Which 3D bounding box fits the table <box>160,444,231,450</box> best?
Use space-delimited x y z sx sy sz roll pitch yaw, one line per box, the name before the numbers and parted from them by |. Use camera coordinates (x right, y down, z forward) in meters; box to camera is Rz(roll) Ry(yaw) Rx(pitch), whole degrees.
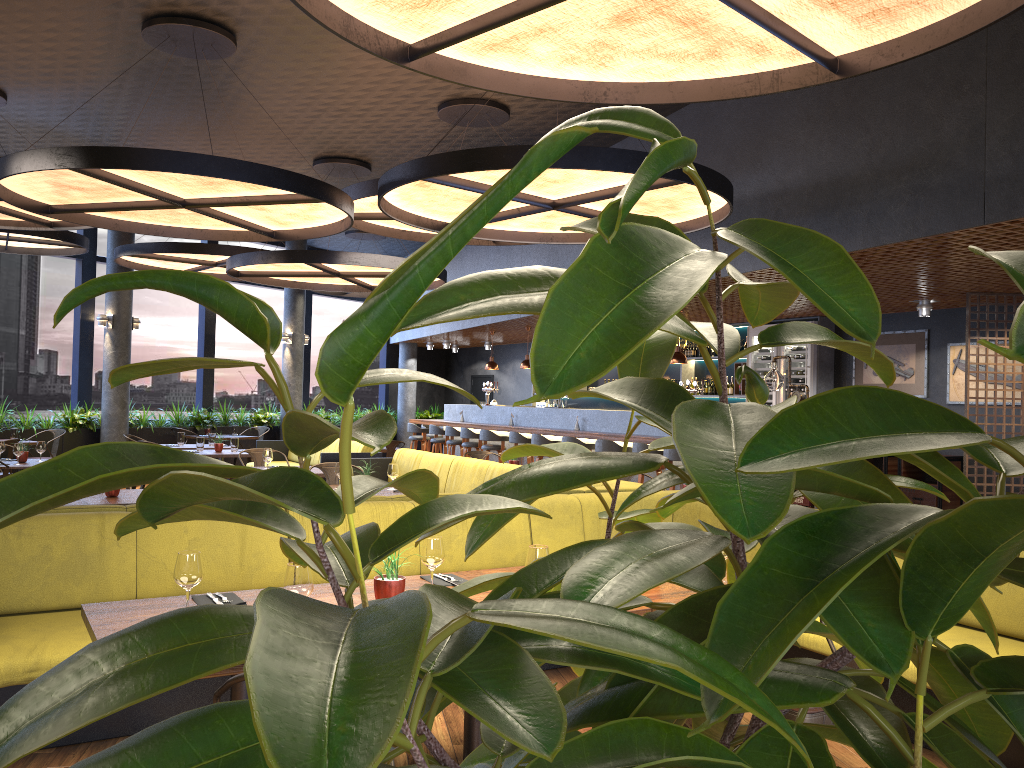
table | -4.363 1.237 12.249 0.906 0.763 0.887 2 -1 -31

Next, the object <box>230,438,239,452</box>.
object | -3.493 0.768 11.165 0.102 0.178 0.102 1 -1 25

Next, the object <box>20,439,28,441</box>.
object | -6.879 0.782 12.395 0.255 0.019 0.157 1 -1 35

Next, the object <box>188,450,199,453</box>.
object | -3.973 0.832 10.978 0.157 0.019 0.255 2 -1 -31

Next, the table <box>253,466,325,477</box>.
table | -2.287 1.227 8.714 0.906 0.763 0.887 2 -1 -31

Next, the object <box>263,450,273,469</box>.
object | -2.341 0.739 8.503 0.097 0.206 0.097 2 -1 -30

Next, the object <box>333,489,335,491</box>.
object | -1.435 0.827 6.879 0.255 0.019 0.157 2 -1 -28

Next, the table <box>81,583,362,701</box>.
table | -0.889 1.158 2.918 0.906 0.763 0.887 2 -1 -31

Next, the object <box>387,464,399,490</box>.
object | -0.963 0.750 7.177 0.097 0.206 0.097 1 -1 11

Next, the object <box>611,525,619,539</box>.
object | 0.471 0.728 3.917 0.097 0.206 0.097 1 -1 15

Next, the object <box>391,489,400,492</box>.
object | -0.855 0.845 7.041 0.255 0.019 0.157 1 -1 2

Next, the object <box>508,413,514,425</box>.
object | -0.002 0.565 14.314 0.114 0.203 0.069 1 -1 20

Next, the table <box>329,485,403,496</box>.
table | -1.188 1.225 7.033 1.007 0.760 1.007 1 -1 7

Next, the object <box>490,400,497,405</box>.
object | -0.115 0.360 17.033 0.766 0.106 0.200 2 -1 -31

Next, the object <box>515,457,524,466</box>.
object | 0.075 0.826 9.238 0.102 0.178 0.102 0 -1 45

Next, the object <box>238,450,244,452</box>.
object | -3.385 0.853 11.288 0.157 0.019 0.255 2 -1 -31

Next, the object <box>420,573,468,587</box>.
object | -0.257 0.798 3.617 0.157 0.019 0.255 2 -1 -30

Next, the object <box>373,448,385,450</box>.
object | -1.919 0.914 12.548 0.255 0.019 0.157 2 -1 -31

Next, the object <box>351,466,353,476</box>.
object | -1.269 0.736 6.818 0.097 0.206 0.097 1 -1 8

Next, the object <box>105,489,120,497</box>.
object | -2.796 0.650 6.199 0.260 0.271 0.238 1 -1 5

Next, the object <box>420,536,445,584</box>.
object | -0.310 0.700 3.454 0.097 0.206 0.097 1 -1 15

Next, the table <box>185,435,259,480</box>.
table | -5.009 1.274 15.197 0.887 0.763 0.906 1 -1 34

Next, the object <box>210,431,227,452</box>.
object | -3.665 0.717 11.127 0.238 0.271 0.260 1 -1 8

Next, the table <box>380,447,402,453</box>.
table | -2.066 1.308 12.851 0.906 0.763 0.887 2 -1 -31

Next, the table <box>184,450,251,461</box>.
table | -3.702 1.234 11.134 0.887 0.763 0.906 2 -1 -31

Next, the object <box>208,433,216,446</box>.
object | -4.151 0.771 12.276 0.102 0.178 0.102 1 -1 35

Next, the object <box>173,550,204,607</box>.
object | -1.092 0.671 2.992 0.097 0.206 0.097 1 -1 15

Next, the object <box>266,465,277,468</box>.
object | -2.383 0.840 8.995 0.157 0.019 0.255 2 -1 -30

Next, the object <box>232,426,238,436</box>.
object | -4.783 0.810 15.301 0.102 0.178 0.102 2 -1 -39

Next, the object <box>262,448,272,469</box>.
object | -2.436 0.742 8.831 0.097 0.206 0.097 2 -1 -39

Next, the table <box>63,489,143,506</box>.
table | -2.825 1.167 6.193 0.887 0.763 0.906 2 -1 -31

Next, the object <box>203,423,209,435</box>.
object | -5.289 0.752 15.397 0.260 0.271 0.238 2 -1 -29

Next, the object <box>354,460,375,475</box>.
object | -1.145 0.707 7.012 0.238 0.271 0.260 2 -1 -9

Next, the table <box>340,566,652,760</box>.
table | -0.114 1.187 3.383 0.906 0.763 0.887 2 -1 -31

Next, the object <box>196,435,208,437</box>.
object | -5.216 0.872 14.953 0.255 0.019 0.157 1 -1 35

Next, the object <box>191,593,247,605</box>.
object | -1.038 0.769 3.155 0.157 0.019 0.255 2 -1 -30

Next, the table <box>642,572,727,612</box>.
table | 0.666 1.215 3.844 0.906 0.763 0.887 2 -1 -31

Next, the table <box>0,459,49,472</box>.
table | -4.904 1.160 8.802 1.007 0.760 1.007 2 -1 -43

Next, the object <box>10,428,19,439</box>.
object | -6.860 0.700 12.223 0.102 0.178 0.102 2 -1 -39

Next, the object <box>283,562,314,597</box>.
object | -0.685 0.679 2.839 0.097 0.206 0.097 1 -1 15

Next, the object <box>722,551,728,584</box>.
object | 0.878 0.736 3.764 0.097 0.206 0.097 1 -1 15

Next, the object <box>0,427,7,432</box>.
object | -7.086 0.647 12.170 0.260 0.271 0.238 2 -1 -15

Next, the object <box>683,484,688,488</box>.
object | 1.405 0.774 7.053 0.260 0.271 0.238 2 -1 -29

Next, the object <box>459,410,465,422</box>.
object | -0.898 0.569 15.803 0.114 0.203 0.069 1 -1 17

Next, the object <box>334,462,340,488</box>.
object | -1.390 0.739 7.184 0.097 0.206 0.097 2 -1 -6

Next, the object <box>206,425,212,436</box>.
object | -5.163 0.796 15.113 0.102 0.178 0.102 1 -1 41

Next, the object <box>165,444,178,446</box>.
object | -4.631 0.835 12.090 0.157 0.019 0.255 2 -1 -31

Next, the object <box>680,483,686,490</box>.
object | 1.425 0.825 7.289 0.102 0.178 0.102 0 -1 45

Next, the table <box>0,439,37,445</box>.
table | -7.104 1.164 12.129 0.887 0.763 0.906 1 -1 34

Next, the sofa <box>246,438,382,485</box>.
sofa | -2.853 1.203 12.357 0.966 0.914 3.061 2 -1 -31

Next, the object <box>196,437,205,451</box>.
object | -3.917 0.757 11.145 0.102 0.178 0.102 2 -1 -25

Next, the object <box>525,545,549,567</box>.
object | 0.096 0.707 3.301 0.097 0.206 0.097 1 -1 15

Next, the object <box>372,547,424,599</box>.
object | -0.424 0.656 3.137 0.238 0.271 0.260 2 -1 -9

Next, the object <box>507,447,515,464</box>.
object | 0.028 0.781 9.403 0.238 0.271 0.260 2 -1 -9

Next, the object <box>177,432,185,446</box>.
object | -4.575 0.760 12.257 0.102 0.178 0.102 1 -1 35
